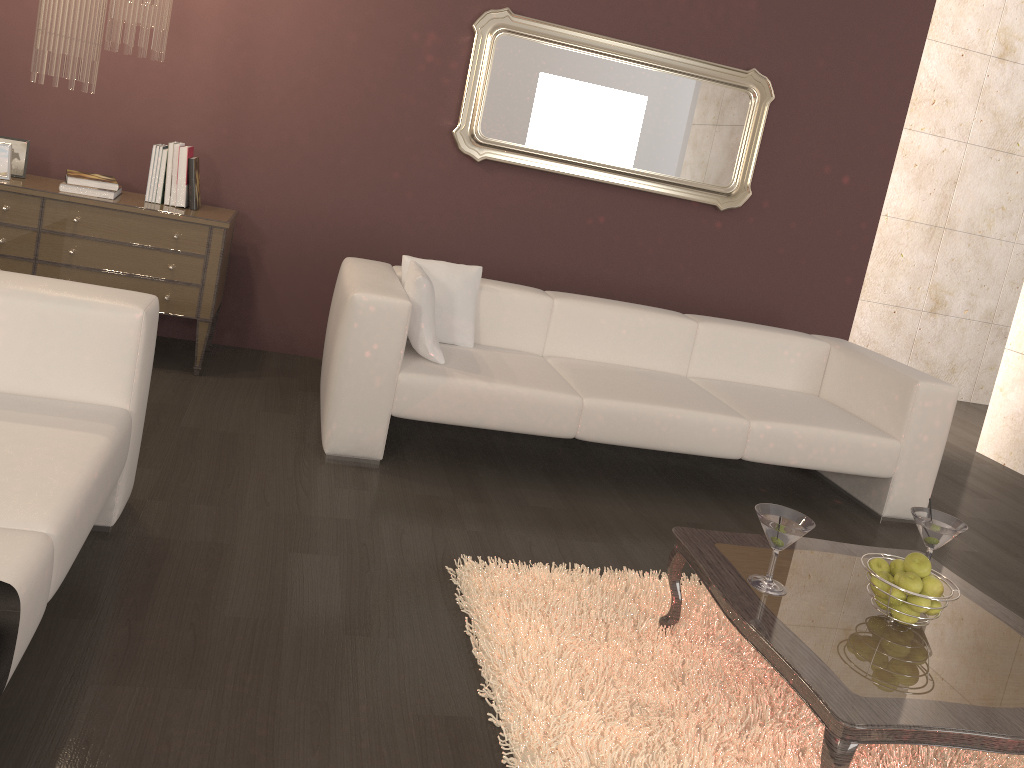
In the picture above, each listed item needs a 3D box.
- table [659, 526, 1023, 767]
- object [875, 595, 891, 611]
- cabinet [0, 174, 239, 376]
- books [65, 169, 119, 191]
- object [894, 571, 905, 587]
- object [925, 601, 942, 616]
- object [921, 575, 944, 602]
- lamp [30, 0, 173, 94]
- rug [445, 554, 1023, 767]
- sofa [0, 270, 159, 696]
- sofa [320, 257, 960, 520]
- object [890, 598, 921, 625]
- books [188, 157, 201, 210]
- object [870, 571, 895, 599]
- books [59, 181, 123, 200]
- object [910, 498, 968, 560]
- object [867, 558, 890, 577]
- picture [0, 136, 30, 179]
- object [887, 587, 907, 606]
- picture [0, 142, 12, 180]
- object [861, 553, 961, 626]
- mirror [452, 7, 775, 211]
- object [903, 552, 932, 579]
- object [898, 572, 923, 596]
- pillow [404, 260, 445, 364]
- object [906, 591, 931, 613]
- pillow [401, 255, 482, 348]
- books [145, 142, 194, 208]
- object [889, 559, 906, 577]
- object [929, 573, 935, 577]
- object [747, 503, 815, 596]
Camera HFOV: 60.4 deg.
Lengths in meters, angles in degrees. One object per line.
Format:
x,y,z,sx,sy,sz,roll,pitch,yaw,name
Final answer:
0.933,0.735,2.248,0.909,0.297,0.928,8,14,-16,table
0.950,0.545,2.233,0.055,0.054,0.056,11,11,-4,object
-2.114,-0.545,4.029,1.521,0.718,0.544,8,11,-14,cabinet
-1.913,-0.928,4.008,0.210,0.033,0.296,4,16,-29,books
0.968,0.487,2.177,0.045,0.043,0.046,1,15,-43,object
1.036,0.548,2.182,0.051,0.047,0.053,7,12,-20,object
1.028,0.503,2.163,0.062,0.060,0.058,0,15,-45,object
-1.283,-2.476,3.266,0.489,2.788,0.486,15,9,22,lamp
0.893,0.877,2.249,1.988,0.066,1.548,8,15,-14,rug
-1.332,0.255,1.614,0.939,0.639,2.078,8,14,-15,sofa
0.550,0.006,4.077,2.769,0.640,0.967,8,13,-14,sofa
0.970,0.559,2.172,0.070,0.062,0.068,18,13,29,object
-1.497,-0.947,4.150,0.068,0.233,0.176,9,10,-15,books
0.928,0.502,2.196,0.067,0.065,0.066,21,15,41,object
-1.907,-0.889,4.000,0.223,0.035,0.316,7,15,-19,books
1.185,0.457,2.489,0.151,0.213,0.155,4,13,-39,object
0.934,0.471,2.242,0.055,0.054,0.053,20,14,37,object
-2.267,-1.026,3.978,0.140,0.168,0.079,6,11,-29,picture
0.939,0.517,2.150,0.045,0.045,0.045,7,12,-23,object
-2.239,-0.970,3.812,0.127,0.154,0.052,1,13,-44,picture
0.980,0.534,2.203,0.237,0.117,0.235,19,15,29,object
0.590,-1.486,4.850,1.774,0.811,0.048,8,8,-14,mirror
1.006,0.451,2.186,0.062,0.063,0.064,9,11,-15,object
0.964,0.484,2.131,0.053,0.050,0.055,9,12,-14,object
-0.369,-0.305,3.671,0.185,0.352,0.385,9,12,-16,pillow
0.985,0.527,2.133,0.053,0.050,0.054,10,11,-11,object
-0.331,-0.371,3.953,0.374,0.355,0.173,8,10,-16,pillow
-1.591,-0.987,4.125,0.177,0.284,0.209,9,10,-15,books
0.984,0.469,2.233,0.045,0.048,0.051,12,11,0,object
1.043,0.505,2.225,0.062,0.054,0.062,7,12,-21,object
0.678,0.415,2.250,0.150,0.213,0.155,8,11,-22,object
